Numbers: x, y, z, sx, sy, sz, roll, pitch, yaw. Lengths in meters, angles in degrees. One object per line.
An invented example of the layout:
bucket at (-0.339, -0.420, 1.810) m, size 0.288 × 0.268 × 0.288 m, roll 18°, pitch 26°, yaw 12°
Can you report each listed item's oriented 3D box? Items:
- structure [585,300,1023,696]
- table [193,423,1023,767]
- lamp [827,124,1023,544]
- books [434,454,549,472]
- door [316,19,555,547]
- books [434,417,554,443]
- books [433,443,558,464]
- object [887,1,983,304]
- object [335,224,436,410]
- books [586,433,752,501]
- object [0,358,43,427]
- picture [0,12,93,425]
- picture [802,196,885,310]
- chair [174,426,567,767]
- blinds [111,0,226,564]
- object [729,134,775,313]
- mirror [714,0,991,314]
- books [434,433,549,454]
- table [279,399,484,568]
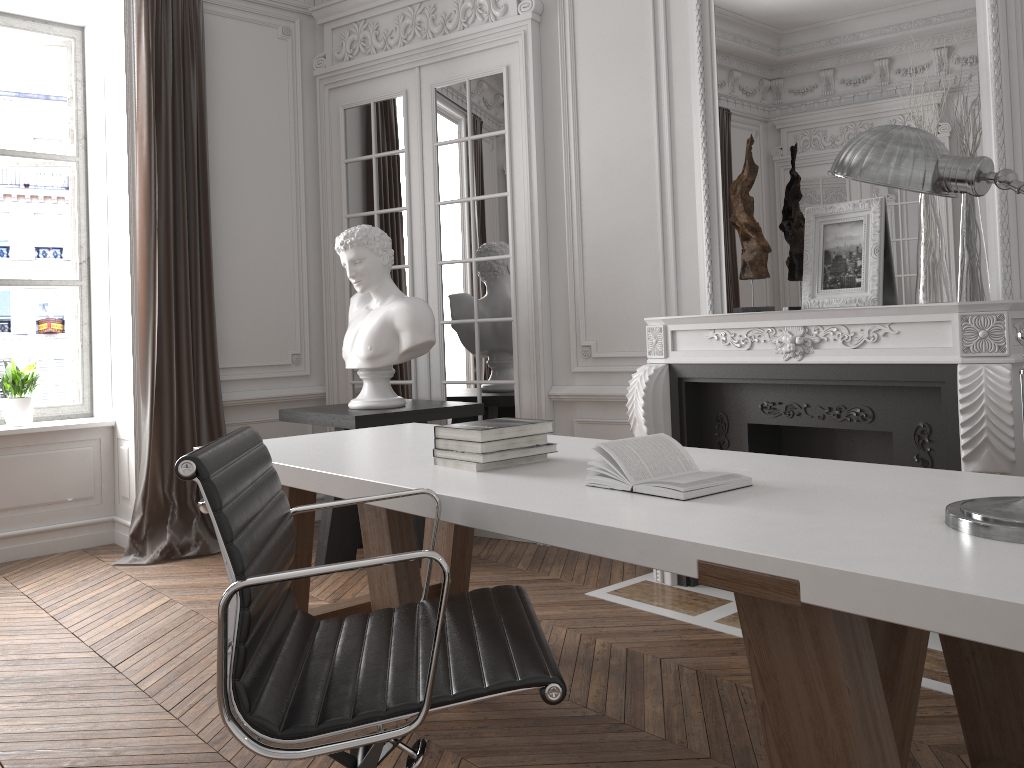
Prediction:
structure at (1.114, 0.313, 3.347) m, size 0.810 × 1.186 × 1.602 m, roll -2°, pitch 1°, yaw -41°
table at (0.139, 0.583, 2.272) m, size 0.902 × 0.750 × 2.618 m, roll -3°, pitch 3°, yaw -41°
lamp at (0.777, -0.120, 1.494) m, size 0.269 × 0.701 × 0.487 m, roll -1°, pitch 0°, yaw -41°
books at (-0.055, 0.200, 2.354) m, size 0.242 × 0.023 × 0.191 m, roll -5°, pitch 4°, yaw -39°
door at (-0.481, -0.530, 5.018) m, size 1.561 × 2.742 × 0.086 m, roll -2°, pitch -1°, yaw 33°
books at (-0.047, 0.121, 2.356) m, size 0.259 × 0.032 × 0.191 m, roll -5°, pitch 4°, yaw -43°
books at (-0.044, 0.176, 2.353) m, size 0.259 × 0.023 × 0.211 m, roll -5°, pitch 4°, yaw -41°
object at (1.522, -0.807, 3.110) m, size 0.296 × 1.056 × 0.289 m, roll -2°, pitch -1°, yaw -3°
object at (-0.679, -0.344, 4.459) m, size 0.393 × 0.926 × 0.632 m, roll -1°, pitch 0°, yaw -41°
books at (0.335, 0.172, 1.916) m, size 0.226 × 0.096 × 0.278 m, roll -4°, pitch 3°, yaw -39°
object at (-2.675, 0.042, 4.804) m, size 0.284 × 0.370 × 0.215 m, roll -2°, pitch 0°, yaw 27°
picture at (-0.556, -1.193, 2.061) m, size 13.213 × 4.813 × 13.228 m, roll 0°, pitch 3°, yaw 41°
picture at (1.322, -0.515, 3.542) m, size 0.096 × 0.436 × 0.339 m, roll -1°, pitch -1°, yaw -41°
chair at (-0.231, 0.548, 1.596) m, size 0.668 × 0.925 × 0.693 m, roll -2°, pitch 0°, yaw -15°
blinds at (-1.755, -0.671, 4.720) m, size 0.341 × 3.108 × 0.778 m, roll -3°, pitch -2°, yaw 43°
object at (0.992, -0.671, 3.695) m, size 0.165 × 0.755 × 0.142 m, roll -2°, pitch -1°, yaw 1°
mirror at (1.312, -1.166, 3.603) m, size 0.001 × 1.817 × 1.120 m, roll -1°, pitch -1°, yaw -41°
books at (-0.054, 0.152, 2.351) m, size 0.240 × 0.028 × 0.190 m, roll -5°, pitch 4°, yaw -43°
table at (-0.652, 0.489, 4.503) m, size 0.768 × 0.751 × 0.766 m, roll -3°, pitch 1°, yaw -41°
